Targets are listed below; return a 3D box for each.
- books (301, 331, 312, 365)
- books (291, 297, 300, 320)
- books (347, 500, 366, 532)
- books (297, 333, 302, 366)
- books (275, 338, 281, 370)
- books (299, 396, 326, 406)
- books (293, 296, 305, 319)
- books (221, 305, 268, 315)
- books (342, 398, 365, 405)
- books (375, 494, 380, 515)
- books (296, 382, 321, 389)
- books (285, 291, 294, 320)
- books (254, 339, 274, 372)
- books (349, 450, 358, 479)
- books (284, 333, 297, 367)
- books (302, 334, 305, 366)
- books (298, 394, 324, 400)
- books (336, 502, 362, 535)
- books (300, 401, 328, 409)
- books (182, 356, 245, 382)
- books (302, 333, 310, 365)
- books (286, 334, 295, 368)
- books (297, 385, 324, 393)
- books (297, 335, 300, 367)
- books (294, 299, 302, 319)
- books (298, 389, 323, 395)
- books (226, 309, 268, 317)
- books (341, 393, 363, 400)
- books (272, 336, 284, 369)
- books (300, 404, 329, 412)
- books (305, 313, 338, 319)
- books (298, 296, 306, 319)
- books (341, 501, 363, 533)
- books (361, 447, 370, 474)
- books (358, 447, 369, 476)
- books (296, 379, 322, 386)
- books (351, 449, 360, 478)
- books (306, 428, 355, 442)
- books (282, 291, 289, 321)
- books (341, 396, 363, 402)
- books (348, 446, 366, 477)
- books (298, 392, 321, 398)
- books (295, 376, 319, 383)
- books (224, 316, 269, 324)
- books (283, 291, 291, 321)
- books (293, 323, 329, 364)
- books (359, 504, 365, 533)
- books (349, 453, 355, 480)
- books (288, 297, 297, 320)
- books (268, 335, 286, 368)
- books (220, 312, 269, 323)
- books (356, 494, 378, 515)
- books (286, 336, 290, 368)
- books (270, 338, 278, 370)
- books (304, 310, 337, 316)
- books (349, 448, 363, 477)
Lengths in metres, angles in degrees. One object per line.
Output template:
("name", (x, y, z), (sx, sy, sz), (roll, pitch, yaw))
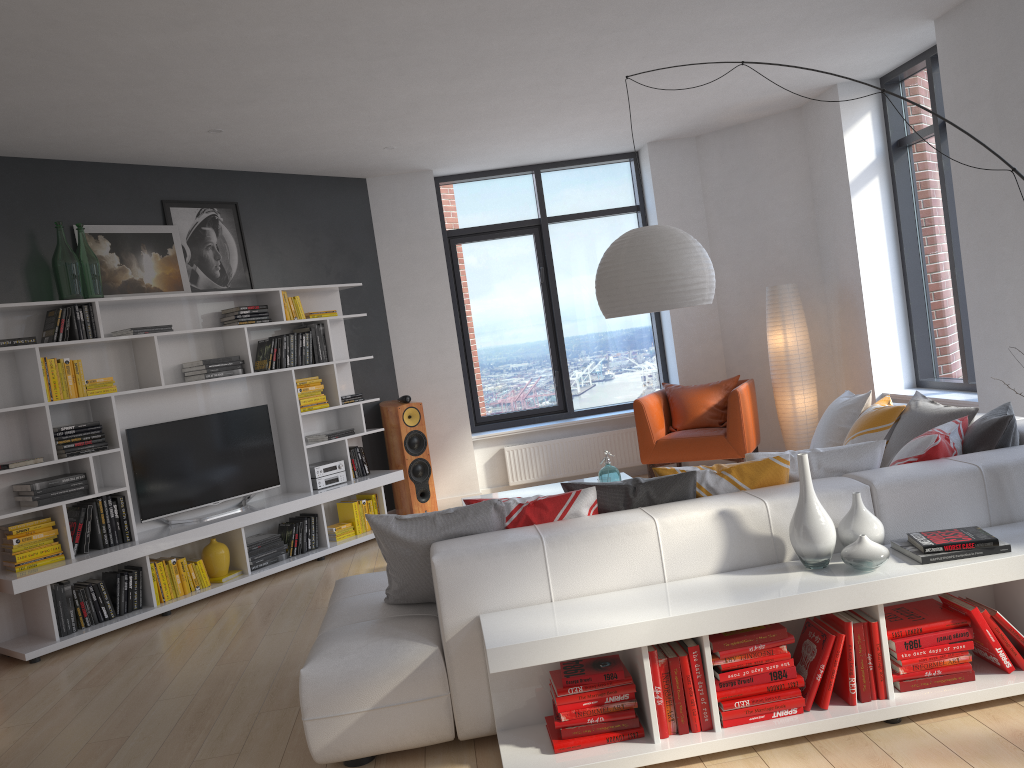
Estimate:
("books", (-1.625, -0.273, 6.904), (0.197, 0.260, 0.066), (-6, 4, 40))
("books", (-1.694, -0.570, 6.785), (0.128, 0.178, 0.044), (-6, 4, 40))
("books", (-1.245, 1.055, 7.071), (0.180, 0.251, 0.019), (-6, 4, 40))
("books", (-1.687, -0.257, 6.829), (0.192, 0.254, 0.075), (-6, 4, 39))
("books", (-1.803, -0.221, 6.669), (0.169, 0.233, 0.081), (-6, 4, 39))
("books", (-1.607, 0.134, 6.919), (0.189, 0.042, 0.243), (-6, 4, 40))
("books", (-1.670, -0.578, 6.820), (0.141, 0.184, 0.064), (-6, 4, 41))
("books", (-1.976, -0.550, 6.557), (0.209, 0.030, 0.266), (-6, 4, 33))
("books", (-1.325, 0.142, 7.169), (0.161, 0.023, 0.213), (-5, 4, 43))
("books", (-1.156, 1.025, 7.204), (0.213, 0.270, 0.025), (-6, 4, 40))
("books", (-1.630, 0.016, 6.923), (0.227, 0.022, 0.160), (-10, 4, -34))
("books", (-1.752, -0.584, 6.764), (0.164, 0.224, 0.054), (-6, 4, 39))
("books", (-1.851, -0.212, 6.625), (0.182, 0.234, 0.104), (-6, 4, 40))
("books", (-1.333, 0.648, 7.133), (0.189, 0.240, 0.053), (-6, 4, 40))
("books", (-1.717, -0.254, 6.796), (0.197, 0.260, 0.066), (-6, 4, 40))
("books", (-1.659, -0.257, 6.841), (0.179, 0.243, 0.071), (-6, 4, 39))
("books", (-1.624, 0.107, 6.925), (0.189, 0.014, 0.251), (-5, 4, 43))
("books", (-1.290, 1.062, 7.017), (0.198, 0.255, 0.044), (-6, 4, 40))
("books", (-1.600, 0.166, 6.917), (0.203, 0.024, 0.257), (-5, 4, 43))
("books", (-2.129, -0.108, 6.333), (0.277, 0.137, 0.343), (-6, 4, 35))
("books", (-1.645, -0.264, 6.878), (0.191, 0.249, 0.084), (-6, 4, 40))
("books", (-1.736, -0.245, 6.770), (0.191, 0.249, 0.084), (-6, 4, 40))
("books", (-1.621, 0.042, 6.928), (0.176, 0.033, 0.239), (-5, 4, 43))
("books", (-1.680, -0.249, 6.795), (0.172, 0.242, 0.069), (-6, 4, 41))
("books", (-1.673, -0.564, 6.793), (0.108, 0.161, 0.046), (-6, 4, 39))
("books", (-1.625, 0.069, 6.923), (0.171, 0.019, 0.239), (-6, 4, 40))
("books", (-1.962, -0.524, 6.553), (0.180, 0.026, 0.246), (-5, 4, 42))
("books", (-1.343, 0.105, 7.179), (0.161, 0.023, 0.213), (-5, 4, 43))
("books", (-1.772, -0.230, 6.688), (0.172, 0.242, 0.069), (-6, 4, 41))
("books", (-1.588, 0.191, 6.915), (0.194, 0.028, 0.257), (-5, 4, 45))
("books", (-1.544, -0.529, 7.028), (0.194, 0.028, 0.257), (-5, 4, 45))
("books", (-1.662, -0.581, 6.843), (0.142, 0.184, 0.044), (-6, 4, 41))
("books", (-1.273, 1.056, 7.042), (0.199, 0.263, 0.015), (-6, 4, 40))
("books", (-1.261, 0.633, 7.253), (0.179, 0.233, 0.077), (-6, 4, 40))
("books", (-1.259, 0.631, 7.207), (0.177, 0.242, 0.066), (-6, 4, 40))
("books", (-1.626, -0.008, 6.926), (0.163, 0.023, 0.223), (-5, 4, 44))
("books", (-1.312, 0.645, 7.148), (0.170, 0.236, 0.049), (-6, 4, 40))
("books", (-1.446, 0.407, 7.063), (0.250, 0.047, 0.310), (-6, 4, 35))
("books", (-1.765, -0.581, 6.705), (0.161, 0.229, 0.041), (-6, 4, 39))
("books", (-1.330, 0.124, 7.168), (0.142, 0.015, 0.198), (-6, 4, 38))
("books", (-1.284, 0.630, 7.188), (0.193, 0.255, 0.066), (-6, 4, 39))
("books", (-1.617, 0.089, 6.904), (0.145, 0.023, 0.217), (-5, 4, 44))
("books", (-1.653, -0.029, 6.932), (0.163, 0.023, 0.223), (-5, 4, 44))
("books", (-1.964, -0.470, 6.555), (0.189, 0.020, 0.264), (-6, 4, 38))
("books", (-1.764, -0.581, 6.735), (0.163, 0.224, 0.041), (-6, 4, 38))
("books", (-1.588, -0.308, 6.995), (0.259, 0.321, 0.128), (-6, 4, 40))
("books", (-1.243, 1.069, 7.043), (0.156, 0.229, 0.024), (-6, 4, 40))
("books", (-1.358, 0.637, 7.110), (0.202, 0.268, 0.053), (-6, 4, 40))
("books", (-1.712, -0.568, 6.775), (0.132, 0.180, 0.054), (-6, 4, 40))
("books", (-1.778, -0.238, 6.722), (0.192, 0.254, 0.075), (-6, 4, 39))
("books", (-1.981, -0.494, 6.569), (0.214, 0.030, 0.284), (-5, 4, 43))
("books", (-1.166, 1.028, 7.178), (0.204, 0.270, 0.029), (-6, 4, 40))
("books", (-1.756, -0.235, 6.739), (0.179, 0.243, 0.068), (-6, 4, 39))
("books", (-1.833, -0.215, 6.654), (0.187, 0.234, 0.096), (-6, 4, 40))
("books", (-1.556, -0.553, 7.030), (0.203, 0.024, 0.257), (-5, 4, 43))
("books", (-1.293, 0.638, 7.159), (0.169, 0.242, 0.050), (-6, 4, 39))
